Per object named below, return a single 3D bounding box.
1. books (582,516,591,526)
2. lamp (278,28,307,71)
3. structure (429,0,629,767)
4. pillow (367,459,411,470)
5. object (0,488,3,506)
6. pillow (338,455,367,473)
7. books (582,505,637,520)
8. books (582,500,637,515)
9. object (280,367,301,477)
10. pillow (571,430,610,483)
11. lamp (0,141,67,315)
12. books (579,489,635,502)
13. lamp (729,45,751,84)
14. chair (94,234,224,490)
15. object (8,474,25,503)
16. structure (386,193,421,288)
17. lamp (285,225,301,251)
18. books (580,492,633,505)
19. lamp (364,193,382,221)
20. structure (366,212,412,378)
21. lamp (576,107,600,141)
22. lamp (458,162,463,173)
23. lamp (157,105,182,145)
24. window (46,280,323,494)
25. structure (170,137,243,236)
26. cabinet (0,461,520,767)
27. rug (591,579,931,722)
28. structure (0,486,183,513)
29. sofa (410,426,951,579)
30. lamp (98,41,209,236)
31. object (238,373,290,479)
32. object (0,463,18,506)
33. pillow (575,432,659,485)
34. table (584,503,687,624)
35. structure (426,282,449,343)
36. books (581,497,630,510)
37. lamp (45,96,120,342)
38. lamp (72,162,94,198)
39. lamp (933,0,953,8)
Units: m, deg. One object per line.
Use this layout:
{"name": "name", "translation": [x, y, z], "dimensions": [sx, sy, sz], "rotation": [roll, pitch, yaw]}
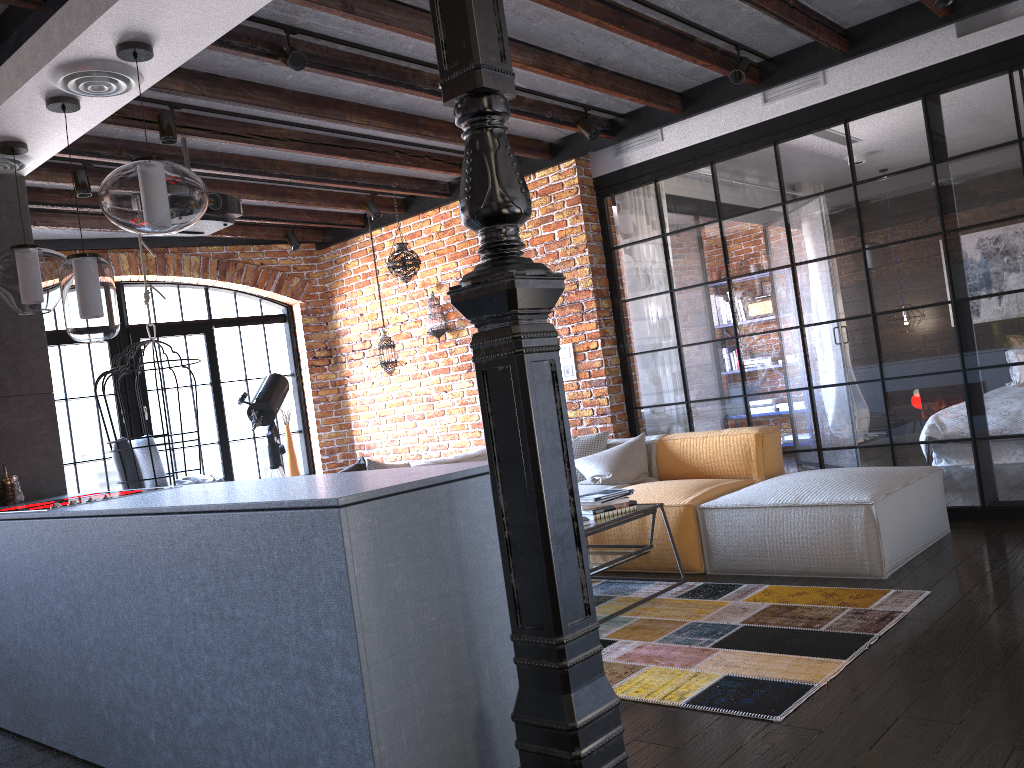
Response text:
{"name": "books", "translation": [0.244, 0.616, 3.919], "dimensions": [0.182, 0.029, 0.129], "rotation": [-8, -1, -11]}
{"name": "lamp", "translation": [-0.943, -1.428, 3.808], "dimensions": [0.092, 0.201, 0.162], "rotation": [-8, -1, -32]}
{"name": "structure", "translation": [1.489, -0.311, 5.743], "dimensions": [0.481, 2.393, 8.512], "rotation": [-8, -1, 22]}
{"name": "pillow", "translation": [-0.714, 0.630, 5.470], "dimensions": [0.250, 0.402, 0.543], "rotation": [-8, -1, 23]}
{"name": "object", "translation": [-2.357, 0.470, 4.044], "dimensions": [0.048, 0.180, 0.048], "rotation": [-8, -1, 24]}
{"name": "pillow", "translation": [-0.955, 0.647, 5.233], "dimensions": [0.239, 0.417, 0.538], "rotation": [-8, -1, 31]}
{"name": "books", "translation": [0.425, 0.597, 4.149], "dimensions": [0.247, 0.024, 0.209], "rotation": [-7, -1, -29]}
{"name": "books", "translation": [0.423, 0.574, 4.150], "dimensions": [0.251, 0.023, 0.209], "rotation": [-7, -1, -29]}
{"name": "object", "translation": [-1.920, 0.356, 7.792], "dimensions": [0.270, 1.054, 0.299], "rotation": [-8, -1, -28]}
{"name": "pillow", "translation": [0.386, 0.490, 5.707], "dimensions": [0.496, 0.354, 0.293], "rotation": [-8, -1, 27]}
{"name": "lamp", "translation": [-2.151, -0.682, 3.902], "dimensions": [0.367, 0.747, 0.367], "rotation": [-8, -1, 5]}
{"name": "books", "translation": [0.412, 0.521, 4.152], "dimensions": [0.268, 0.014, 0.196], "rotation": [-7, -1, -37]}
{"name": "lamp", "translation": [1.223, -1.714, 4.768], "dimensions": [0.082, 0.207, 0.159], "rotation": [-9, -1, 41]}
{"name": "chair", "translation": [-2.453, -0.178, 5.960], "dimensions": [0.682, 2.220, 0.802], "rotation": [-8, -1, -4]}
{"name": "object", "translation": [-2.288, 0.483, 4.078], "dimensions": [0.069, 0.135, 0.069], "rotation": [-8, -1, 21]}
{"name": "structure", "translation": [-0.857, -1.120, 6.807], "dimensions": [0.265, 0.779, 0.273], "rotation": [-8, -1, -9]}
{"name": "lamp", "translation": [-1.857, -1.234, 7.509], "dimensions": [0.134, 0.208, 0.093], "rotation": [-8, -1, 17]}
{"name": "books", "translation": [0.414, 0.536, 4.152], "dimensions": [0.196, 0.014, 0.268], "rotation": [-9, -1, 40]}
{"name": "lamp", "translation": [-1.071, -1.357, 6.806], "dimensions": [0.134, 0.208, 0.090], "rotation": [-8, -1, 9]}
{"name": "structure", "translation": [-1.069, -0.748, 7.127], "dimensions": [0.339, 1.437, 0.389], "rotation": [-9, -1, 42]}
{"name": "lamp", "translation": [0.468, -1.594, 5.455], "dimensions": [0.150, 0.210, 0.093], "rotation": [-9, -1, 43]}
{"name": "lamp", "translation": [-0.311, -1.482, 6.130], "dimensions": [0.113, 0.194, 0.085], "rotation": [-8, -1, 12]}
{"name": "lamp", "translation": [-1.735, -1.314, 4.498], "dimensions": [0.082, 0.184, 0.119], "rotation": [-8, -1, 37]}
{"name": "window", "translation": [-3.180, 0.087, 7.403], "dimensions": [3.292, 2.233, 0.177], "rotation": [-7, -1, -31]}
{"name": "structure", "translation": [-1.803, -1.251, 4.883], "dimensions": [0.464, 0.816, 0.409], "rotation": [-9, -1, 41]}
{"name": "cabinet", "translation": [-1.219, 0.811, 3.117], "dimensions": [2.962, 0.844, 0.607], "rotation": [-9, -1, 41]}
{"name": "rug", "translation": [0.337, 1.020, 3.782], "dimensions": [2.365, 0.013, 1.431], "rotation": [-9, -1, 41]}
{"name": "structure", "translation": [-1.727, 0.472, 3.513], "dimensions": [0.764, 0.057, 0.504], "rotation": [-9, -1, 41]}
{"name": "sofa", "translation": [0.257, 0.726, 4.788], "dimensions": [3.302, 0.697, 2.535], "rotation": [-9, -1, 41]}
{"name": "lamp", "translation": [-1.289, -0.857, 3.131], "dimensions": [0.364, 0.665, 0.364], "rotation": [-8, -1, 24]}
{"name": "object", "translation": [-1.901, 0.650, 6.876], "dimensions": [0.570, 1.471, 0.616], "rotation": [-8, -1, -23]}
{"name": "object", "translation": [-2.280, 0.452, 4.018], "dimensions": [0.058, 0.192, 0.081], "rotation": [-8, -1, -8]}
{"name": "pillow", "translation": [0.619, 0.482, 5.413], "dimensions": [0.485, 0.314, 0.358], "rotation": [-8, -1, -6]}
{"name": "table", "translation": [0.217, 0.832, 4.183], "dimensions": [0.849, 0.388, 0.842], "rotation": [-9, -1, 41]}
{"name": "structure", "translation": [-0.606, -0.565, 7.001], "dimensions": [0.169, 0.482, 0.169], "rotation": [-9, -1, 41]}
{"name": "books", "translation": [0.409, 0.555, 4.171], "dimensions": [0.239, 0.023, 0.190], "rotation": [-8, -1, -14]}
{"name": "lamp", "translation": [-1.712, -0.645, 3.507], "dimensions": [0.194, 0.955, 0.198], "rotation": [-8, -1, -19]}
{"name": "lamp", "translation": [-2.499, -1.193, 5.177], "dimensions": [0.116, 0.188, 0.083], "rotation": [-8, -1, 4]}
{"name": "lamp", "translation": [1.990, -1.844, 4.084], "dimensions": [0.114, 0.184, 0.082], "rotation": [-8, -1, 6]}
